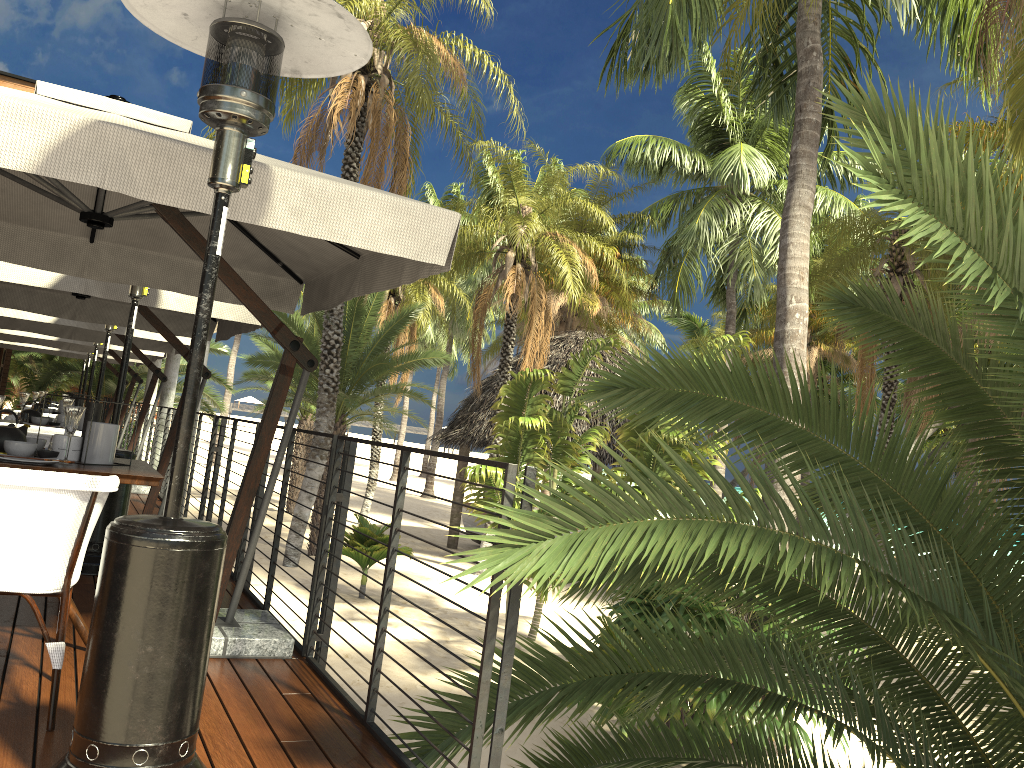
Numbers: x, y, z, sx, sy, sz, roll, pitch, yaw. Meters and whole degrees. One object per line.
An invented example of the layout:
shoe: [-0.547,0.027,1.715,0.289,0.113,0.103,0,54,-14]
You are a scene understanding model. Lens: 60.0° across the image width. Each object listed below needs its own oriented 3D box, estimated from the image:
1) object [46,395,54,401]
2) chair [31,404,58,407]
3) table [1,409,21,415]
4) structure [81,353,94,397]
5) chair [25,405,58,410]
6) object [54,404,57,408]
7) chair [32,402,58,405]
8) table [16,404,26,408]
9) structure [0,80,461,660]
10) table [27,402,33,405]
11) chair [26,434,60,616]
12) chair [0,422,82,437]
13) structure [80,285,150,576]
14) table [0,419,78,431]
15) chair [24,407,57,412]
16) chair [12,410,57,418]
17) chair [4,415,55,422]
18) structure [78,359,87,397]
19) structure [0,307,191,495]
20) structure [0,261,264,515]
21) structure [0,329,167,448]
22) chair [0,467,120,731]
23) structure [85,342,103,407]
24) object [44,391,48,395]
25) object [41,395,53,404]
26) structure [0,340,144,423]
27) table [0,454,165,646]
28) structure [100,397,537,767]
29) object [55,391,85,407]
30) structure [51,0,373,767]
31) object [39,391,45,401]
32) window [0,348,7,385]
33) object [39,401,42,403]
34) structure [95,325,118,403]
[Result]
object: [-8.201,0.271,15.704,0.163,0.179,0.168,9,-5,-25]
chair: [-6.983,0.713,13.396,0.626,0.789,0.616,10,-5,-25]
table: [-5.076,0.708,9.643,0.930,0.750,0.931,10,-5,-26]
structure: [-6.930,0.075,14.354,0.698,2.196,0.699,11,-6,-39]
chair: [-6.302,0.701,12.000,0.626,0.789,0.616,10,-5,-25]
object: [-6.660,0.323,12.853,0.116,0.065,0.116,10,-5,-28]
chair: [-7.848,0.720,15.046,0.626,0.789,0.616,10,-5,-25]
table: [-6.608,0.727,12.662,0.930,0.750,0.931,10,-5,-26]
structure: [-1.872,-0.098,3.770,2.410,2.336,2.413,10,-5,-26]
table: [-8.145,0.747,15.688,0.930,0.750,0.931,10,-5,-26]
chair: [-2.366,0.655,4.301,0.626,0.789,0.616,10,-5,-25]
chair: [-3.203,0.662,5.896,0.626,0.789,0.616,10,-5,-25]
structure: [-2.373,0.018,5.378,0.698,2.196,0.699,11,-6,-39]
table: [-3.543,0.689,6.624,0.930,0.750,0.931,10,-5,-26]
chair: [-5.463,0.694,10.402,0.626,0.789,0.616,10,-5,-25]
chair: [-4.756,0.681,8.954,0.626,0.789,0.616,10,-5,-25]
chair: [-3.885,0.674,7.292,0.626,0.789,0.616,10,-5,-25]
structure: [-8.445,0.094,17.338,0.698,2.196,0.699,11,-6,-39]
structure: [-4.928,-0.060,9.790,2.410,2.336,2.413,10,-5,-26]
structure: [-3.400,-0.079,6.780,2.410,2.336,2.413,10,-5,-26]
structure: [-6.457,-0.040,12.801,2.410,2.336,2.413,10,-5,-26]
chair: [-1.663,0.642,2.862,0.626,0.789,0.616,10,-5,-25]
structure: [-5.418,0.056,11.376,0.698,2.196,0.699,11,-6,-39]
object: [-8.361,0.235,15.870,0.082,0.227,0.082,10,-6,-26]
object: [-6.655,0.252,12.661,0.163,0.179,0.168,9,-5,-25]
structure: [-7.985,-0.021,15.811,2.410,2.336,2.413,10,-5,-26]
table: [-2.010,0.670,3.605,0.930,0.750,0.931,10,-5,-26]
structure: [-6.016,0.865,14.097,0.163,1.155,26.260,10,-5,-27]
object: [-6.383,0.254,12.796,0.263,0.264,0.263,6,-5,18]
structure: [-0.876,-0.001,2.430,0.698,2.196,0.699,11,-6,-39]
object: [-6.815,0.216,12.826,0.082,0.227,0.082,10,-6,-26]
window: [-14.075,-8.674,16.369,38.437,17.993,14.458,4,-6,41]
object: [-6.601,0.290,12.439,0.086,0.086,0.086,9,-5,-22]
structure: [-3.911,0.037,8.408,0.698,2.196,0.699,11,-6,-39]
